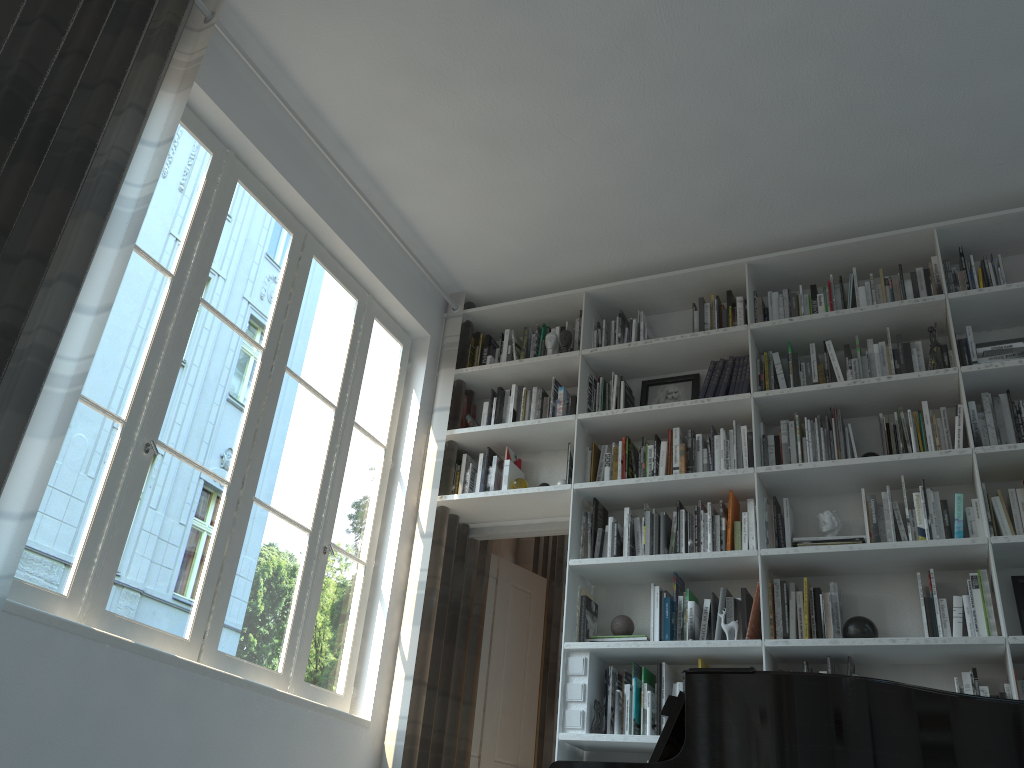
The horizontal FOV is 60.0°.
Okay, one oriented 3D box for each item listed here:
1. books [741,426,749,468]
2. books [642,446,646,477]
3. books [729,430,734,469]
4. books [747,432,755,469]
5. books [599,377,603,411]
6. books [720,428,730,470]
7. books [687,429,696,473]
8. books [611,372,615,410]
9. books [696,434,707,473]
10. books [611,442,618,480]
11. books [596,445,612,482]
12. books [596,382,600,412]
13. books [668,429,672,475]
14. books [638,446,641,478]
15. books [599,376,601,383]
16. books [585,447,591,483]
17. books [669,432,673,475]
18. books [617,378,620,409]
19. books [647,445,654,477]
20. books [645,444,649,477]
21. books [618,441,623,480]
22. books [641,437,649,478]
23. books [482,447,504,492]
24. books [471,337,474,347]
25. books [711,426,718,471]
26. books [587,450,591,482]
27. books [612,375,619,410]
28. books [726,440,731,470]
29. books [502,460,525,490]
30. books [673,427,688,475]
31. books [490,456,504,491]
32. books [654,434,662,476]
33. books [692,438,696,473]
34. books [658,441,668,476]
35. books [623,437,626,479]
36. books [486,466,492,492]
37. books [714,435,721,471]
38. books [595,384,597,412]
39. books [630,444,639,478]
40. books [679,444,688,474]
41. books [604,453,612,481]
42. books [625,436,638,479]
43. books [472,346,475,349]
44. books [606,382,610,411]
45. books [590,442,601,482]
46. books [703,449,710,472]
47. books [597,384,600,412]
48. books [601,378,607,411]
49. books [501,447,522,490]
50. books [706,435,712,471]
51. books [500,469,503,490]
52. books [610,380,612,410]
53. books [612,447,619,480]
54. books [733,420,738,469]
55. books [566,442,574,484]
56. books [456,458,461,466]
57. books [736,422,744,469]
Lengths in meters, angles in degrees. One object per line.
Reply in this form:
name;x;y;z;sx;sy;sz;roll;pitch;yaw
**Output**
books;1.086;0.347;4.055;0.035;0.262;0.178;-8;-31;23
books;0.653;0.429;4.236;0.014;0.217;0.165;-8;-31;23
books;1.037;0.363;4.096;0.024;0.264;0.155;-8;-31;23
books;1.107;0.357;4.006;0.039;0.201;0.237;-8;-32;23
books;0.478;0.121;4.511;0.009;0.258;0.184;-8;-31;23
books;0.994;0.359;4.093;0.022;0.262;0.175;-8;-31;23
books;0.860;0.377;4.174;0.025;0.284;0.162;-8;-31;23
books;0.537;0.105;4.492;0.005;0.279;0.191;-8;-31;23
books;0.896;0.385;4.155;0.029;0.259;0.158;-8;-31;23
books;0.514;0.434;4.316;0.010;0.261;0.151;-8;-31;23
books;0.460;0.448;4.345;0.062;0.257;0.153;-8;-31;24
books;0.464;0.135;4.506;0.009;0.227;0.185;-8;-31;23
books;0.768;0.383;4.219;0.014;0.302;0.152;-8;-31;23
books;0.637;0.435;4.262;0.012;0.229;0.150;-8;-31;23
books;0.466;0.117;4.535;0.006;0.287;0.144;-8;-31;24
books;0.396;0.459;4.374;0.012;0.252;0.161;-8;-31;23
books;0.776;0.386;4.189;0.023;0.269;0.188;-8;-31;23
books;0.563;0.114;4.472;0.011;0.248;0.169;-8;-31;23
books;0.684;0.425;4.222;0.031;0.216;0.173;-8;-31;23
books;0.668;0.426;4.239;0.011;0.227;0.171;-8;-31;23
books;0.550;0.430;4.291;0.014;0.251;0.188;-8;-31;23
books;0.648;0.411;4.265;0.012;0.276;0.151;-8;-31;23
books;-0.099;0.496;4.575;0.013;0.295;0.188;-8;-31;23
books;-0.222;-0.110;5.026;0.012;0.306;0.181;-8;-31;23
books;0.954;0.360;4.120;0.012;0.279;0.189;-8;-31;23
books;0.407;0.462;4.355;0.022;0.231;0.152;-8;-31;23
books;0.544;0.109;4.474;0.023;0.257;0.184;-8;-31;23
books;1.013;0.387;4.083;0.013;0.205;0.173;-8;-31;23
books;0.006;0.520;4.510;0.029;0.210;0.188;-8;-32;23
books;0.798;0.373;4.178;0.030;0.284;0.186;-8;-31;23
books;-0.057;0.514;4.537;0.021;0.235;0.189;-8;-31;23
books;0.708;0.401;4.230;0.014;0.271;0.181;-8;-31;23
books;0.870;0.393;4.145;0.013;0.231;0.172;-8;-31;23
books;0.736;0.414;4.214;0.047;0.237;0.163;-8;-31;24
books;0.567;0.417;4.295;0.020;0.279;0.165;-8;-31;23
books;-0.082;0.546;4.554;0.024;0.192;0.181;-8;-32;23
books;0.969;0.377;4.096;0.030;0.229;0.173;-8;-31;23
books;0.453;0.140;4.526;0.005;0.237;0.154;-8;-31;23
books;0.609;0.428;4.275;0.047;0.248;0.134;-8;-31;24
books;0.820;0.407;4.142;0.029;0.194;0.193;-8;-32;23
books;0.488;0.458;4.294;0.026;0.194;0.176;-8;-32;23
books;0.577;0.412;4.279;0.011;0.276;0.165;-8;-31;23
books;-0.209;-0.076;5.016;0.011;0.240;0.151;-8;-31;23
books;0.509;0.131;4.480;0.018;0.217;0.187;-8;-31;23
books;0.420;0.443;4.349;0.012;0.262;0.181;-8;-31;23
books;0.914;0.413;4.126;0.022;0.185;0.137;-8;-31;23
books;0.465;0.136;4.492;0.004;0.213;0.187;-8;-32;24
books;0.488;0.119;4.491;0.004;0.245;0.189;-8;-31;24
books;-0.004;0.491;4.549;0.013;0.297;0.180;-8;-31;23
books;0.939;0.380;4.139;0.035;0.259;0.131;-8;-31;24
books;-0.020;0.550;4.548;0.029;0.190;0.135;-8;-31;23
books;0.525;0.124;4.489;0.019;0.242;0.154;-8;-31;23
books;0.529;0.444;4.296;0.030;0.228;0.173;-8;-31;23
books;1.042;0.336;4.072;0.012;0.289;0.183;-8;-31;23
books;0.306;0.452;4.410;0.012;0.283;0.160;-8;-31;23
books;-0.280;0.534;4.650;0.011;0.271;0.189;-8;-31;23
books;1.063;0.341;4.075;0.022;0.288;0.170;-8;-31;23
